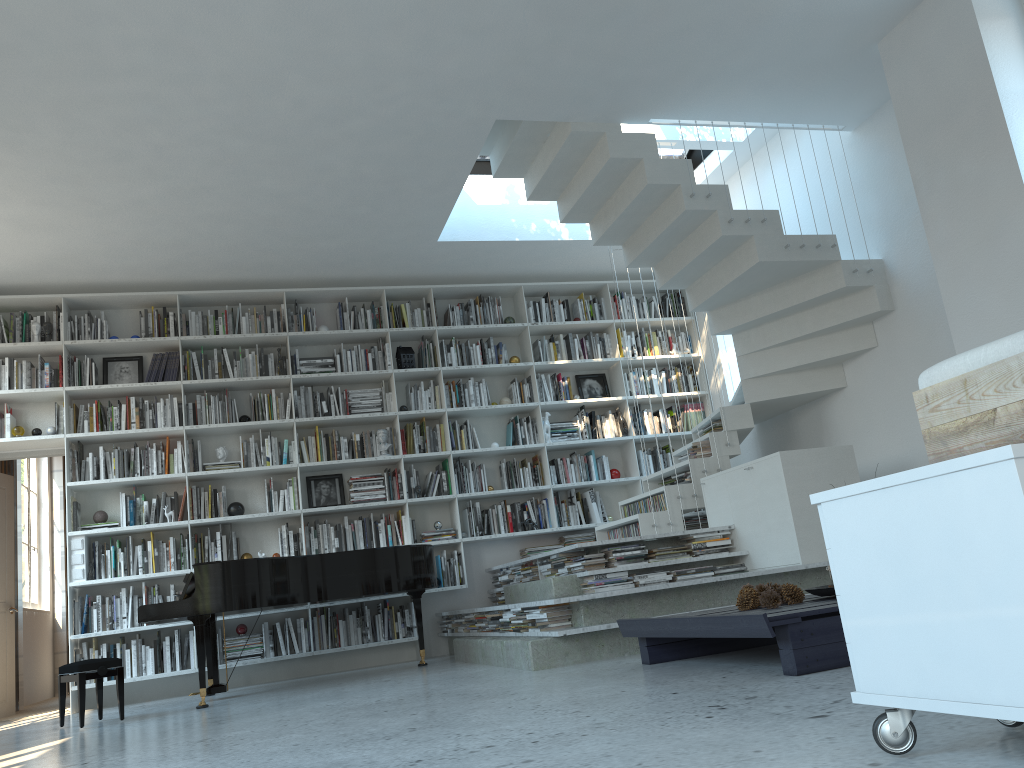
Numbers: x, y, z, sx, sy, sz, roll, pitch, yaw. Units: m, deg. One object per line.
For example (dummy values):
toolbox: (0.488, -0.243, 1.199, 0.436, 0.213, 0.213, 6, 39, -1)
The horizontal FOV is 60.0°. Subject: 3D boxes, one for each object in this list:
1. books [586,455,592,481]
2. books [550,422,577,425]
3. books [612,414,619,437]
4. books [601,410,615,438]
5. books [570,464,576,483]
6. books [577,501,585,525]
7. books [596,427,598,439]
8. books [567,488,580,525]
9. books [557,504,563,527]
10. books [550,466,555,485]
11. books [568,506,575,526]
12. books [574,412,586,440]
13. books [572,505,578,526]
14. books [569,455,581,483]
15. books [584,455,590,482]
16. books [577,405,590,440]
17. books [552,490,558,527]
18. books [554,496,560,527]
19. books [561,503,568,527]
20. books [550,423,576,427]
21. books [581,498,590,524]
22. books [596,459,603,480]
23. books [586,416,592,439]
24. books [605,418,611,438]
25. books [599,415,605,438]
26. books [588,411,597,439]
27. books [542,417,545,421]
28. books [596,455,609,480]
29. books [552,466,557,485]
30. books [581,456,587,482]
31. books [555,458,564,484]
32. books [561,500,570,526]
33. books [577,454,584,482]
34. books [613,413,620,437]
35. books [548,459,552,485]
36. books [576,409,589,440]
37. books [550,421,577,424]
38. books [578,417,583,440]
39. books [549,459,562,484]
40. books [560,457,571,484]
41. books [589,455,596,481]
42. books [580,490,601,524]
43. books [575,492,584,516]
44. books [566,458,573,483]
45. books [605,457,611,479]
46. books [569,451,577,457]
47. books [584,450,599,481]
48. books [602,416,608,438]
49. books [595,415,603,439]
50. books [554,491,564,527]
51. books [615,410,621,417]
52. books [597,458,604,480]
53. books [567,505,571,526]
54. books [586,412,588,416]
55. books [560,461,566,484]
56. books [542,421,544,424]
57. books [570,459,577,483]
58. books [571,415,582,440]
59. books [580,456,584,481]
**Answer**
books: (0.673, 0.779, 7.982, 0.012, 0.253, 0.161, -4, -14, -18)
books: (0.430, 0.377, 8.014, 0.285, 0.012, 0.160, -3, -14, -19)
books: (0.914, 0.410, 8.133, 0.041, 0.238, 0.177, -4, -14, -18)
books: (0.883, 0.396, 8.124, 0.021, 0.270, 0.192, -4, -14, -18)
books: (0.519, 0.818, 7.903, 0.027, 0.181, 0.186, -4, -14, -18)
books: (0.582, 1.155, 7.840, 0.052, 0.216, 0.185, -4, -14, -18)
books: (0.747, 0.409, 8.118, 0.010, 0.277, 0.129, -4, -14, -18)
books: (0.543, 1.101, 7.843, 0.014, 0.332, 0.169, -4, -14, -18)
books: (0.399, 1.173, 7.803, 0.033, 0.213, 0.140, -4, -14, -18)
books: (0.335, 0.829, 7.855, 0.023, 0.186, 0.160, -4, -14, -18)
books: (0.505, 1.176, 7.822, 0.030, 0.187, 0.140, -4, -14, -18)
books: (0.622, 0.410, 8.068, 0.012, 0.284, 0.160, -4, -14, -18)
books: (0.534, 1.174, 7.824, 0.024, 0.184, 0.149, -4, -14, -18)
books: (0.556, 0.777, 7.911, 0.028, 0.254, 0.192, -4, -14, -18)
books: (0.643, 0.777, 7.946, 0.014, 0.248, 0.177, -4, -14, -18)
books: (0.647, 0.376, 8.055, 0.010, 0.338, 0.180, -4, -14, -18)
books: (0.359, 1.112, 7.792, 0.014, 0.336, 0.132, -4, -14, -18)
books: (0.375, 1.136, 7.793, 0.015, 0.286, 0.138, -4, -14, -18)
books: (0.441, 1.167, 7.804, 0.023, 0.214, 0.164, -4, -14, -18)
books: (0.432, 0.389, 8.012, 0.254, 0.012, 0.161, -4, -14, -16)
books: (0.629, 1.142, 7.861, 0.031, 0.239, 0.172, -4, -14, -18)
books: (0.757, 0.796, 7.984, 0.030, 0.200, 0.190, -4, -14, -18)
books: (0.670, 0.426, 8.057, 0.030, 0.236, 0.179, -4, -14, -18)
books: (0.858, 0.431, 8.133, 0.025, 0.212, 0.156, -4, -14, -18)
books: (0.799, 0.419, 8.128, 0.031, 0.249, 0.133, -4, -14, -18)
books: (0.721, 0.402, 8.083, 0.059, 0.281, 0.167, -4, -14, -18)
books: (0.276, 0.440, 7.958, 0.028, 0.266, 0.138, -4, -14, -18)
books: (0.814, 0.777, 8.013, 0.025, 0.235, 0.181, -4, -14, -18)
books: (0.357, 0.829, 7.859, 0.022, 0.183, 0.163, -4, -14, -18)
books: (0.619, 0.785, 7.959, 0.026, 0.246, 0.166, -4, -14, -18)
books: (0.410, 0.797, 7.892, 0.024, 0.246, 0.143, -4, -14, -18)
books: (0.460, 1.149, 7.803, 0.015, 0.243, 0.157, -4, -14, -18)
books: (0.585, 0.773, 7.926, 0.012, 0.261, 0.187, -4, -14, -18)
books: (0.940, 0.404, 8.157, 0.024, 0.254, 0.145, -4, -14, -18)
books: (0.311, 0.801, 7.867, 0.012, 0.253, 0.161, -4, -14, -18)
books: (0.639, 0.396, 8.048, 0.011, 0.299, 0.184, -4, -14, -18)
books: (0.429, 0.365, 8.017, 0.285, 0.012, 0.160, -4, -14, -16)
books: (0.597, 0.432, 8.063, 0.023, 0.246, 0.138, -4, -14, -18)
books: (0.379, 0.797, 7.871, 0.047, 0.243, 0.177, -4, -14, -18)
books: (0.457, 0.790, 7.889, 0.045, 0.245, 0.186, -4, -14, -18)
books: (0.697, 0.777, 7.963, 0.023, 0.243, 0.190, -4, -14, -18)
books: (0.687, 1.103, 7.843, 0.075, 0.290, 0.255, -4, -14, -18)
books: (0.600, 1.117, 7.879, 0.010, 0.303, 0.132, -4, -14, -18)
books: (0.486, 0.795, 7.913, 0.026, 0.238, 0.177, -4, -14, -18)
books: (0.839, 0.782, 8.021, 0.027, 0.222, 0.170, -4, -14, -18)
books: (0.566, 0.761, 7.942, 0.013, 0.298, 0.148, -4, -14, -18)
books: (0.716, 0.754, 7.979, 0.026, 0.289, 0.181, -4, -14, -18)
books: (0.829, 0.424, 8.134, 0.028, 0.234, 0.129, -4, -14, -18)
books: (0.775, 0.420, 8.101, 0.031, 0.241, 0.147, -4, -14, -18)
books: (0.414, 1.117, 7.821, 0.013, 0.326, 0.131, -4, -14, -18)
books: (1.006, 0.390, 8.198, 0.029, 0.283, 0.139, -4, -14, -18)
books: (0.784, 0.789, 8.010, 0.037, 0.218, 0.140, -4, -14, -18)
books: (0.478, 1.167, 7.816, 0.025, 0.209, 0.137, -4, -14, -18)
books: (0.683, 0.409, 8.084, 0.013, 0.279, 0.131, -4, -14, -18)
books: (0.432, 0.804, 7.883, 0.011, 0.222, 0.163, -4, -14, -18)
books: (0.262, 0.456, 7.917, 0.027, 0.221, 0.184, -4, -14, -18)
books: (0.532, 0.797, 7.923, 0.012, 0.229, 0.179, -4, -14, -18)
books: (0.585, 0.425, 8.042, 0.012, 0.253, 0.161, -4, -14, -18)
books: (0.600, 0.773, 7.953, 0.011, 0.271, 0.152, -4, -14, -18)
